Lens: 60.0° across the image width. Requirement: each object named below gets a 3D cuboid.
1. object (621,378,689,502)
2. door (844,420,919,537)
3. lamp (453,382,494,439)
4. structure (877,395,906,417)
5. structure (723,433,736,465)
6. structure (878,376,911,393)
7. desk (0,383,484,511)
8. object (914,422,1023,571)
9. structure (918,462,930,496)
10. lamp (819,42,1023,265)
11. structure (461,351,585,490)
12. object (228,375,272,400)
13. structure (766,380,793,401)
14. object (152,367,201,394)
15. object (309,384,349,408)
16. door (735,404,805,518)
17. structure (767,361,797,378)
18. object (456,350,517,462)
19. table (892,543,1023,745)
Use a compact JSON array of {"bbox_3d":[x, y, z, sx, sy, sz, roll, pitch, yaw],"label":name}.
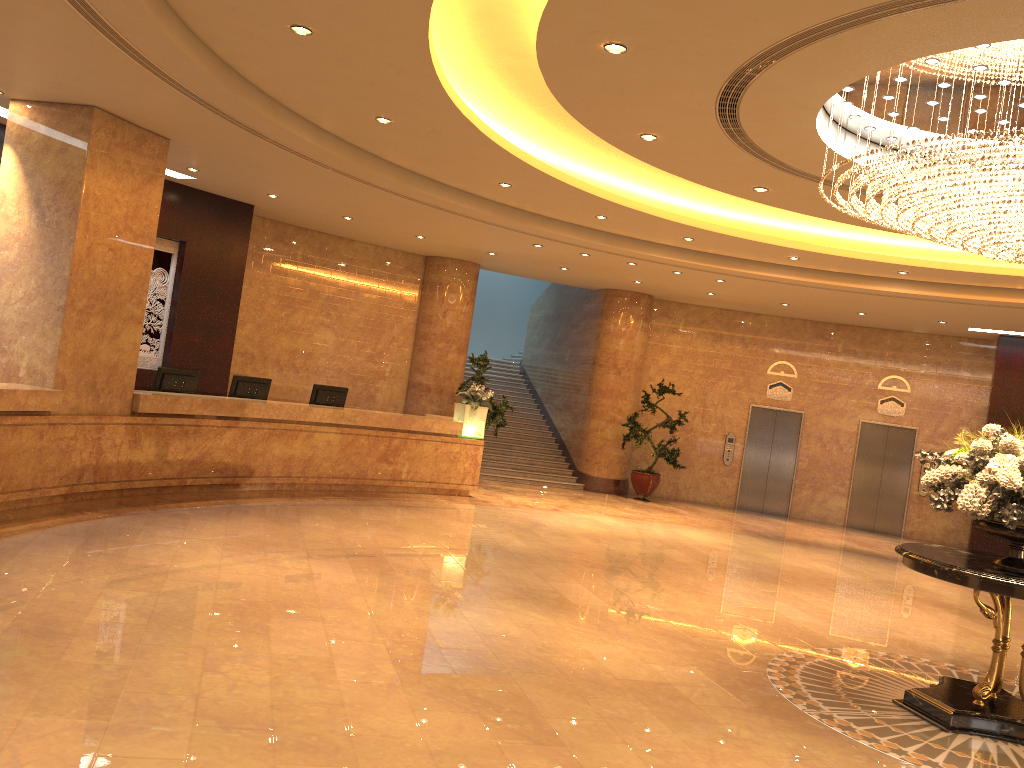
[{"bbox_3d":[2.700,1.070,16.937,1.250,2.363,0.843,8,0,5],"label":"object"},{"bbox_3d":[7.232,1.840,17.381,1.070,2.149,0.150,8,0,20],"label":"door"},{"bbox_3d":[-0.596,0.394,14.069,0.606,0.897,0.532,8,0,-37],"label":"lamp"},{"bbox_3d":[7.423,0.424,17.332,0.504,0.405,0.012,8,0,19],"label":"structure"},{"bbox_3d":[4.392,1.319,17.928,0.200,0.661,0.053,8,0,5],"label":"structure"},{"bbox_3d":[7.485,-0.018,17.331,0.600,0.293,0.010,8,0,20],"label":"structure"},{"bbox_3d":[-3.864,0.730,9.116,3.466,1.155,12.951,8,0,18],"label":"desk"},{"bbox_3d":[3.544,0.782,6.196,1.318,0.999,1.277,8,0,14],"label":"object"},{"bbox_3d":[7.937,1.834,17.032,0.200,0.661,0.053,8,0,24],"label":"structure"},{"bbox_3d":[3.873,-1.440,6.276,3.204,1.196,3.206,8,0,21],"label":"lamp"},{"bbox_3d":[-0.389,-0.998,20.223,9.849,5.560,7.472,8,0,-16],"label":"structure"},{"bbox_3d":[-3.550,0.147,11.973,0.531,0.500,0.430,8,0,-14],"label":"object"},{"bbox_3d":[5.392,0.129,17.851,0.504,0.405,0.012,8,0,8],"label":"structure"},{"bbox_3d":[-4.177,0.056,11.007,0.531,0.500,0.430,8,0,-20],"label":"object"},{"bbox_3d":[-2.694,0.271,12.968,0.531,0.500,0.430,8,0,-8],"label":"object"},{"bbox_3d":[5.192,1.541,17.893,1.070,2.145,0.150,8,0,9],"label":"door"},{"bbox_3d":[5.456,-0.313,17.849,0.600,0.293,0.010,8,0,8],"label":"structure"},{"bbox_3d":[-0.613,0.589,15.513,0.843,2.363,1.250,8,0,-36],"label":"object"},{"bbox_3d":[3.418,1.818,6.224,1.493,1.089,1.493,8,0,-23],"label":"table"}]
